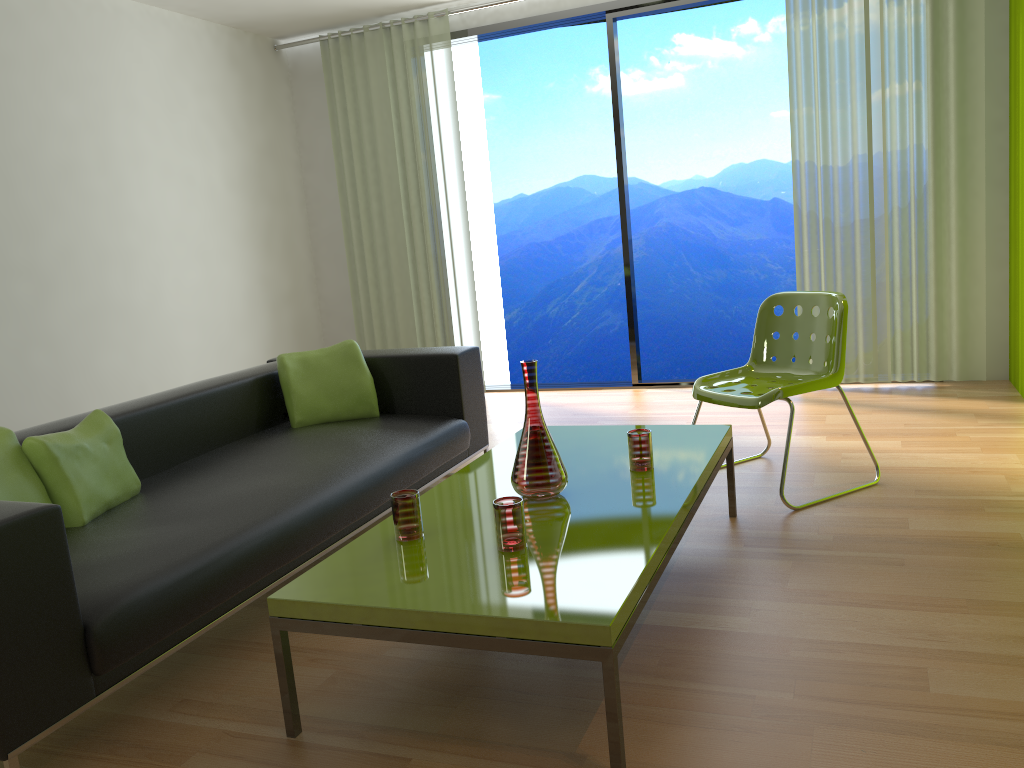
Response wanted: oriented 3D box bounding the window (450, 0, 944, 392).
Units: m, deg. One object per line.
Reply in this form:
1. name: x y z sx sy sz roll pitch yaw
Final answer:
1. window: 0.951 -1.201 5.804 3.336 2.498 0.219 -1 10 22

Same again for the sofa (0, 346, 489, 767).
1. sofa: -1.029 0.375 3.123 1.061 0.639 2.583 -1 10 22

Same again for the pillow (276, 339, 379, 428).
1. pillow: -0.818 0.006 3.916 0.399 0.362 0.269 -9 10 -19

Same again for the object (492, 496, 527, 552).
1. object: -0.005 0.346 2.184 0.076 0.122 0.075 -7 10 -12

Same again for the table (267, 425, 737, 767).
1. table: 0.139 0.488 2.659 0.810 0.349 1.682 -1 10 22

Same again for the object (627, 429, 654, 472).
1. object: 0.402 0.208 2.771 0.075 0.122 0.076 -12 11 -33

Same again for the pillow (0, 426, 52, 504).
1. pillow: -1.477 0.325 2.424 0.210 0.403 0.457 -4 10 8

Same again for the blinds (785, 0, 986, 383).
1. blinds: 2.131 -1.273 5.070 1.012 2.568 0.067 -1 10 22

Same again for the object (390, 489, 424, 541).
1. object: -0.276 0.346 2.334 0.075 0.122 0.076 -12 11 -33

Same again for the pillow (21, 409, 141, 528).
1. pillow: -1.344 0.266 2.790 0.164 0.317 0.380 -4 10 6

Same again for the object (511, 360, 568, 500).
1. object: 0.067 0.131 2.565 0.168 0.400 0.168 -4 10 8

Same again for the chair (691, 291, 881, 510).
1. chair: 1.055 0.031 3.604 0.546 0.759 0.640 -11 11 -29

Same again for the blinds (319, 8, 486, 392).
1. blinds: -0.759 -1.198 6.245 1.012 2.568 0.067 -1 10 22
